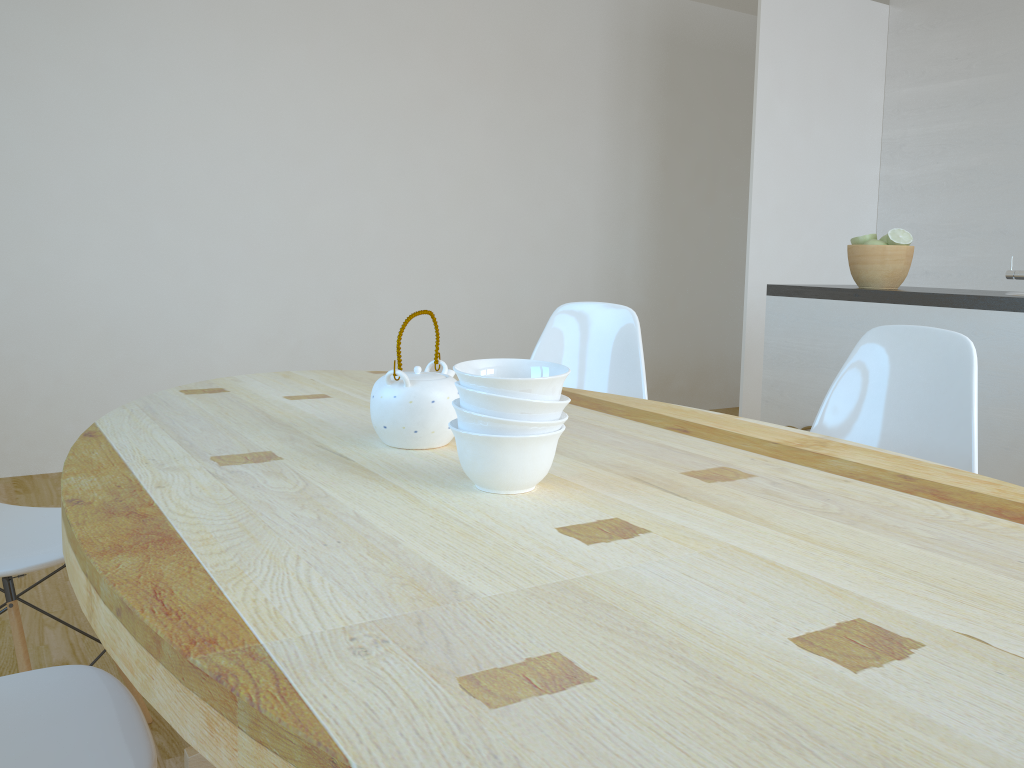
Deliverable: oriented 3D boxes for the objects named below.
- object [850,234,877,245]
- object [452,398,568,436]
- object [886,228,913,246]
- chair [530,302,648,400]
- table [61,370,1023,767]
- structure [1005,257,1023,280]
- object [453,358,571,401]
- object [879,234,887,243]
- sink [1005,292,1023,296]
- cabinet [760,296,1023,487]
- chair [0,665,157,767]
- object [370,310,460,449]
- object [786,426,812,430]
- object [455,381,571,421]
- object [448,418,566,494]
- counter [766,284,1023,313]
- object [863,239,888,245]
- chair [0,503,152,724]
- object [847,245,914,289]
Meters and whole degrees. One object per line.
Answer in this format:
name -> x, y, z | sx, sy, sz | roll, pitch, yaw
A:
object -> 1.179, -0.471, 2.969 | 0.086, 0.065, 0.084 | -1, 7, -20
object -> -0.003, 0.070, 1.149 | 0.151, 0.092, 0.153 | 2, 7, 7
object -> 1.250, -0.468, 2.861 | 0.077, 0.071, 0.074 | 1, 7, -7
chair -> 0.112, 0.239, 2.363 | 0.431, 0.896, 0.525 | 4, 6, 28
table -> 0.013, 0.476, 1.311 | 1.195, 0.721, 2.202 | -3, 9, -33
structure -> 1.462, -0.349, 2.453 | 0.162, 0.214, 0.097 | -2, 6, -32
object -> -0.001, 0.019, 1.144 | 0.152, 0.086, 0.153 | 1, 7, -4
object -> 1.261, -0.450, 2.937 | 0.086, 0.098, 0.102 | 0, 7, -11
sink -> 1.648, -0.177, 2.555 | 0.404, 0.156, 0.407 | 3, 8, 10
cabinet -> 1.775, 0.285, 2.305 | 0.601, 0.904, 2.414 | -2, 9, -32
chair -> -0.631, 0.430, 0.916 | 0.523, 0.897, 0.432 | -2, 6, -32
object -> -0.136, -0.011, 1.405 | 0.177, 0.210, 0.148 | -2, 7, -32
object -> 0.658, 0.432, 2.548 | 0.472, 0.498, 1.194 | 6, 9, 35
object -> 0.000, 0.046, 1.148 | 0.151, 0.095, 0.153 | -1, 8, -15
object -> -0.008, 0.093, 1.152 | 0.152, 0.082, 0.153 | 2, 8, 7
counter -> 1.787, -0.185, 2.266 | 0.601, 0.040, 2.414 | -4, 10, -32
object -> 1.192, -0.431, 2.895 | 0.098, 0.085, 0.082 | 4, 7, 23
chair -> -1.022, 0.311, 1.669 | 0.523, 0.897, 0.432 | 1, 5, -2
object -> 1.215, -0.387, 2.927 | 0.205, 0.141, 0.206 | 4, 8, 19
